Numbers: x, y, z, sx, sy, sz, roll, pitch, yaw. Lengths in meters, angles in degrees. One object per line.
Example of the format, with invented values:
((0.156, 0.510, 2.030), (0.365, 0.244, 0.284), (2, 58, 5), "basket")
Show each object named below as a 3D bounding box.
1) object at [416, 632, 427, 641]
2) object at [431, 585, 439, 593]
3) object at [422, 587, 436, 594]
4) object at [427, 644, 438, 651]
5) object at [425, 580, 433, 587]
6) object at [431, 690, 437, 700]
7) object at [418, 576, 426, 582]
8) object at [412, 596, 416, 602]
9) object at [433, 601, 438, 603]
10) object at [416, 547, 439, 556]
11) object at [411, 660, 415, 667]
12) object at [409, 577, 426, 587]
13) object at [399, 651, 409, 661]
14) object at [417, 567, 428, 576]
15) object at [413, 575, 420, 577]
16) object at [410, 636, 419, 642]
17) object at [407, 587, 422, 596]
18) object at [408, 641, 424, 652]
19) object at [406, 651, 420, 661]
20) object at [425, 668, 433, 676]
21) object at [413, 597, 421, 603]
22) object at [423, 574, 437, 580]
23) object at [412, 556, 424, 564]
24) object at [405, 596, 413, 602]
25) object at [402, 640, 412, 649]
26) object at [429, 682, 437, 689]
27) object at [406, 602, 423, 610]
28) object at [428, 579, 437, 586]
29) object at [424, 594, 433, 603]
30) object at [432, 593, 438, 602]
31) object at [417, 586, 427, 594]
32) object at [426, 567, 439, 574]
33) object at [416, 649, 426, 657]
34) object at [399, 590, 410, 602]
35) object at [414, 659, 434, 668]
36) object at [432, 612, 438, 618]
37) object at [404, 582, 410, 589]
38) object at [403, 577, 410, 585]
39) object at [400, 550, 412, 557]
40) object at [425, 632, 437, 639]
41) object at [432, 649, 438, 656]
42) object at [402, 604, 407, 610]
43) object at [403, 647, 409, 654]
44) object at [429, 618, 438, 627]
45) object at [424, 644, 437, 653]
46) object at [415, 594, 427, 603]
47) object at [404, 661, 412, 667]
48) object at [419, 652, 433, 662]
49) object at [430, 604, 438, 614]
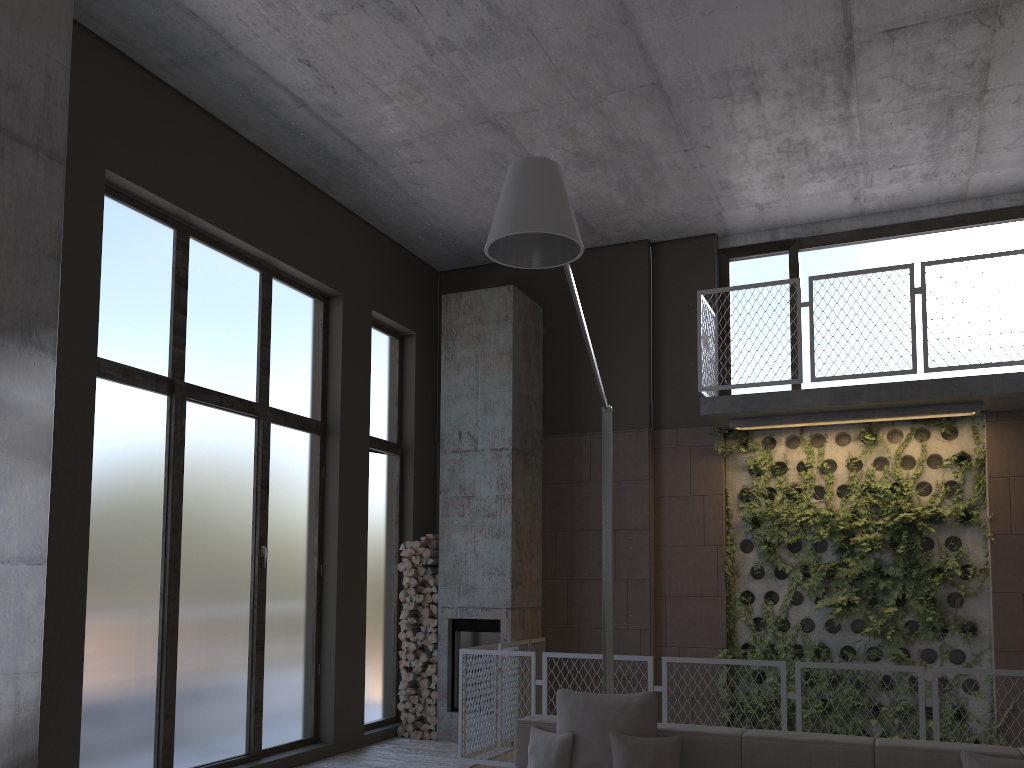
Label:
((-0.844, 2.597, 9.061), (0.091, 0.087, 0.464), (-3, -13, 21), "object")
((-0.712, 2.119, 9.066), (0.071, 0.071, 0.431), (-3, -13, 22), "object")
((-0.776, 2.153, 9.112), (0.115, 0.078, 0.443), (-4, -13, 22), "object")
((-0.747, 2.712, 9.024), (0.067, 0.083, 0.433), (-3, -13, 21), "object")
((-0.797, 2.097, 9.175), (0.104, 0.100, 0.297), (-3, -13, 22), "object")
((-0.690, 3.164, 8.980), (0.092, 0.090, 0.445), (-3, -13, 22), "object")
((-0.871, 2.024, 9.128), (0.064, 0.073, 0.366), (-3, -13, 21), "object")
((-0.915, 2.243, 9.142), (0.067, 0.066, 0.431), (-3, -13, 22), "object")
((-0.700, 2.204, 9.023), (0.101, 0.101, 0.298), (-4, -13, 24), "object")
((-0.861, 1.743, 9.086), (0.104, 0.082, 0.370), (-4, -13, 22), "object")
((-0.919, 2.888, 9.090), (0.067, 0.066, 0.431), (-3, -13, 22), "object")
((-0.955, 2.053, 9.100), (0.099, 0.105, 0.299), (-3, -13, 24), "object")
((-1.050, 2.819, 9.114), (0.089, 0.106, 0.372), (-3, -13, 22), "object")
((-0.840, 1.951, 9.113), (0.091, 0.087, 0.464), (-3, -13, 21), "object")
((-0.937, 1.985, 9.131), (0.089, 0.055, 0.339), (-4, -13, 22), "object")
((-0.941, 2.631, 9.079), (0.089, 0.055, 0.339), (-4, -13, 22), "object")
((-0.946, 2.169, 9.169), (0.092, 0.091, 0.445), (-3, -13, 22), "object")
((-0.959, 2.699, 9.048), (0.099, 0.105, 0.299), (-3, -13, 24), "object")
((-0.950, 2.815, 9.117), (0.092, 0.091, 0.445), (-3, -13, 22), "object")
((-0.747, 2.939, 9.028), (0.091, 0.087, 0.464), (-3, -13, 22), "object")
((-0.869, 2.229, 9.100), (0.115, 0.078, 0.443), (-4, -13, 22), "object")
((-0.780, 2.001, 9.084), (0.122, 0.066, 0.370), (-5, -14, 24), "object")
((-0.882, 1.838, 9.126), (0.094, 0.081, 0.489), (-3, -13, 22), "object")
((-0.990, 2.248, 9.174), (0.067, 0.066, 0.431), (-3, -13, 22), "object")
((-1.027, 2.707, 9.127), (0.101, 0.101, 0.298), (-4, -13, 24), "object")
((-0.718, 3.071, 8.989), (0.071, 0.071, 0.431), (-3, -13, 22), "object")
((-0.940, 2.301, 9.099), (0.094, 0.082, 0.489), (-3, -13, 22), "object")
((-0.743, 2.066, 9.076), (0.067, 0.083, 0.433), (-3, -13, 21), "object")
((-0.762, 2.222, 9.095), (0.091, 0.087, 0.464), (-3, -13, 22), "object")
((-0.684, 2.206, 9.057), (0.092, 0.090, 0.445), (-3, -13, 22), "object")
((-0.865, 2.152, 9.163), (0.101, 0.085, 0.369), (-4, -13, 22), "object")
((-0.765, 1.942, 9.113), (0.067, 0.070, 0.431), (-3, -13, 22), "object")
((-0.869, 2.798, 9.111), (0.101, 0.085, 0.369), (-4, -13, 22), "object")
((-1.063, 2.218, 9.169), (0.064, 0.123, 0.371), (-2, -12, 22), "object")
((-0.851, 2.872, 9.059), (0.094, 0.082, 0.489), (-3, -13, 22), "object")
((-0.715, 2.378, 9.078), (0.101, 0.085, 0.369), (-4, -13, 22), "object")
((-1.041, 2.090, 9.091), (0.045, 0.071, 0.256), (-3, -13, 22), "object")
((-1.024, 2.061, 9.179), (0.101, 0.101, 0.298), (-4, -13, 24), "object")
((-1.027, 1.789, 9.210), (0.123, 0.067, 0.370), (-5, -14, 24), "object")
((-0.768, 2.588, 9.061), (0.067, 0.070, 0.431), (-3, -13, 22), "object")
((-0.696, 2.738, 8.999), (0.067, 0.083, 0.433), (-3, -13, 21), "object")
((-1.008, 2.318, 9.130), (0.067, 0.066, 0.431), (-3, -13, 22), "object")
((-1.045, 2.736, 9.039), (0.045, 0.071, 0.256), (-3, -13, 22), "object")
((-0.697, 2.452, 9.026), (0.094, 0.082, 0.489), (-3, -13, 22), "object")
((-0.801, 2.743, 9.123), (0.104, 0.100, 0.297), (-3, -13, 22), "object")
((-0.847, 2.226, 9.111), (0.094, 0.082, 0.489), (-3, -13, 22), "object")
((-0.993, 2.893, 9.123), (0.067, 0.066, 0.431), (-3, -13, 22), "object")
((-0.798, 2.798, 9.021), (0.091, 0.087, 0.464), (-4, -13, 24), "object")
((-0.723, 2.316, 9.010), (0.089, 0.106, 0.372), (-3, -13, 22), "object")
